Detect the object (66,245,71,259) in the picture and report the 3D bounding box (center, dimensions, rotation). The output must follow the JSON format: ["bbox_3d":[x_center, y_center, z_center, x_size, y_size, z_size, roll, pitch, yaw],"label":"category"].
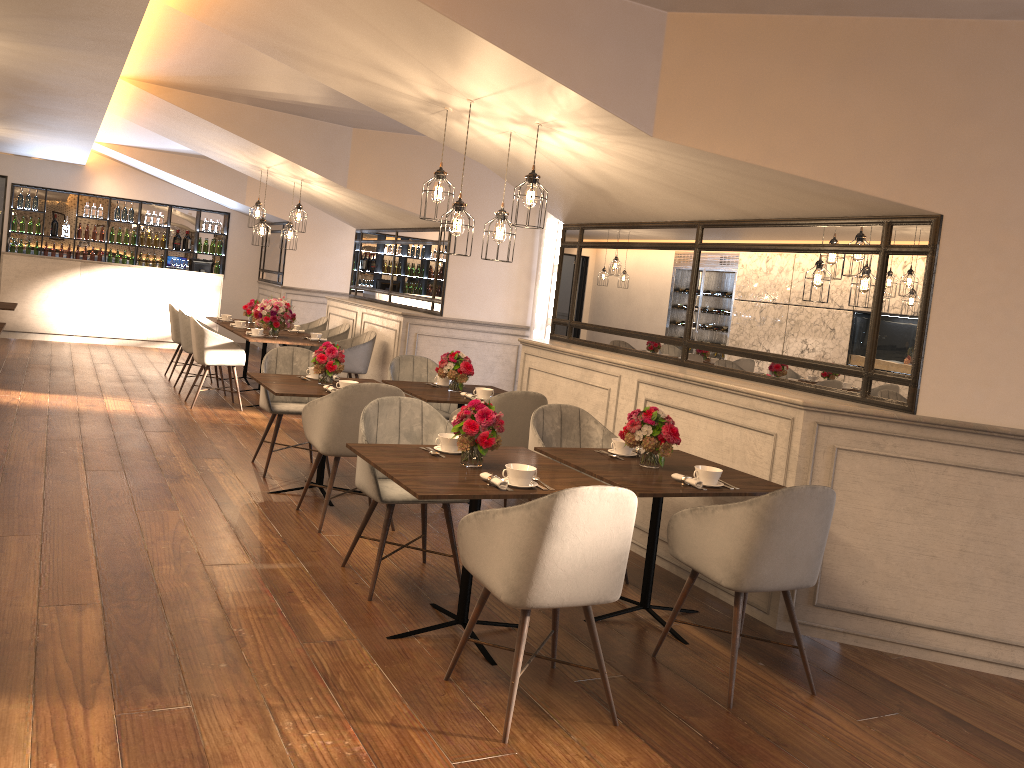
[{"bbox_3d":[-7.141,-2.122,14.273,0.066,0.261,0.065,9,4,41],"label":"object"}]

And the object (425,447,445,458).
[{"bbox_3d":[-0.338,0.305,3.946,0.022,0.004,0.212,3,7,-28],"label":"object"}]

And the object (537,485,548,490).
[{"bbox_3d":[0.084,0.396,3.543,0.022,0.004,0.212,3,7,-28],"label":"object"}]

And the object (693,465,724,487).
[{"bbox_3d":[0.866,0.410,3.919,0.149,0.072,0.148,10,6,30],"label":"object"}]

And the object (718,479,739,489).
[{"bbox_3d":[0.954,0.441,3.990,0.043,0.015,0.198,3,7,-31],"label":"object"}]

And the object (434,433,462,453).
[{"bbox_3d":[-0.277,0.271,4.004,0.149,0.072,0.148,10,6,30],"label":"object"}]

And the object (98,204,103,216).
[{"bbox_3d":[-6.687,-2.823,14.397,0.069,0.208,0.040,5,3,-28],"label":"object"}]

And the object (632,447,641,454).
[{"bbox_3d":[0.656,0.341,4.495,0.056,0.039,0.176,4,7,-28],"label":"object"}]

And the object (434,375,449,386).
[{"bbox_3d":[-0.499,-0.023,6.496,0.149,0.072,0.148,10,6,30],"label":"object"}]

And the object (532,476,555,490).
[{"bbox_3d":[0.119,0.394,3.553,0.043,0.015,0.198,3,7,-31],"label":"object"}]

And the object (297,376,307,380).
[{"bbox_3d":[-1.421,-0.045,5.995,0.043,0.015,0.198,4,7,-24],"label":"object"}]

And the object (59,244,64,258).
[{"bbox_3d":[-7.238,-2.128,14.222,0.066,0.261,0.065,9,4,41],"label":"object"}]

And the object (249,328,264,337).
[{"bbox_3d":[-2.557,-0.514,8.882,0.148,0.072,0.148,8,6,15],"label":"object"}]

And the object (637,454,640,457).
[{"bbox_3d":[0.629,0.348,4.471,0.025,0.024,0.194,4,6,-28],"label":"object"}]

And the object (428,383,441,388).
[{"bbox_3d":[-0.559,0.011,6.438,0.022,0.004,0.212,3,7,-28],"label":"object"}]

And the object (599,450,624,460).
[{"bbox_3d":[0.497,0.353,4.383,0.022,0.004,0.212,3,7,-28],"label":"object"}]

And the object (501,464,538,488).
[{"bbox_3d":[0.031,0.362,3.482,0.149,0.072,0.148,10,6,30],"label":"object"}]

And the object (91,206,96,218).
[{"bbox_3d":[-6.780,-2.792,14.352,0.070,0.189,0.041,5,3,-28],"label":"object"}]

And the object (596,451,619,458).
[{"bbox_3d":[0.470,0.345,4.377,0.043,0.015,0.198,4,7,-24],"label":"object"}]

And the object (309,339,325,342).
[{"bbox_3d":[-2.011,-0.454,9.122,0.192,0.024,0.025,3,5,-28],"label":"object"}]

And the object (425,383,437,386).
[{"bbox_3d":[-0.586,0.003,6.432,0.043,0.015,0.198,4,7,-24],"label":"object"}]

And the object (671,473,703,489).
[{"bbox_3d":[0.764,0.421,3.867,0.056,0.039,0.176,4,7,-28],"label":"object"}]

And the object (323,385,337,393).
[{"bbox_3d":[-1.127,0.032,5.485,0.056,0.039,0.176,4,7,-28],"label":"object"}]

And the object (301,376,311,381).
[{"bbox_3d":[-1.394,-0.037,6.002,0.022,0.004,0.212,3,7,-28],"label":"object"}]

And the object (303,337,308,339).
[{"bbox_3d":[-2.108,-0.478,9.288,0.197,0.015,0.043,3,7,-31],"label":"object"}]

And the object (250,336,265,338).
[{"bbox_3d":[-2.502,-0.468,8.827,0.210,0.004,0.022,3,7,-28],"label":"object"}]

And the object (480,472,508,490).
[{"bbox_3d":[-0.071,0.373,3.430,0.056,0.039,0.176,4,7,-28],"label":"object"}]

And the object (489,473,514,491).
[{"bbox_3d":[-0.046,0.380,3.455,0.025,0.024,0.194,4,6,-28],"label":"object"}]

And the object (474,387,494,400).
[{"bbox_3d":[-0.190,0.068,5.974,0.149,0.072,0.148,10,6,30],"label":"object"}]

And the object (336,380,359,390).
[{"bbox_3d":[-1.025,0.021,5.537,0.149,0.072,0.148,10,6,30],"label":"object"}]

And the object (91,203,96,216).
[{"bbox_3d":[-6.776,-2.828,14.350,0.069,0.208,0.040,5,3,-28],"label":"object"}]

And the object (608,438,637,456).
[{"bbox_3d":[0.558,0.319,4.441,0.149,0.072,0.148,10,6,30],"label":"object"}]

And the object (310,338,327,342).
[{"bbox_3d":[-1.986,-0.455,9.095,0.175,0.039,0.056,3,6,-28],"label":"object"}]

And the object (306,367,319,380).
[{"bbox_3d":[-1.333,-0.071,6.059,0.149,0.072,0.148,10,6,30],"label":"object"}]

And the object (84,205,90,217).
[{"bbox_3d":[-6.869,-2.797,14.306,0.070,0.189,0.041,5,3,-28],"label":"object"}]

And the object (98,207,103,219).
[{"bbox_3d":[-6.691,-2.787,14.398,0.070,0.189,0.041,5,3,-28],"label":"object"}]

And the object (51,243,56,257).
[{"bbox_3d":[-7.336,-2.133,14.171,0.066,0.261,0.065,9,4,41],"label":"object"}]

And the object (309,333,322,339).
[{"bbox_3d":[-2.036,-0.489,9.195,0.148,0.072,0.148,8,6,15],"label":"object"}]

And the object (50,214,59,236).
[{"bbox_3d":[-7.306,-2.541,14.147,0.104,0.358,0.103,9,4,34],"label":"object"}]

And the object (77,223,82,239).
[{"bbox_3d":[-6.989,-2.475,14.314,0.066,0.261,0.065,9,4,41],"label":"object"}]

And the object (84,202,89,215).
[{"bbox_3d":[-6.865,-2.833,14.304,0.069,0.208,0.040,5,3,-28],"label":"object"}]

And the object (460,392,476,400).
[{"bbox_3d":[-0.292,0.079,5.922,0.056,0.039,0.176,4,7,-28],"label":"object"}]

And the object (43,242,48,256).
[{"bbox_3d":[-7.434,-2.139,14.120,0.066,0.261,0.065,9,4,41],"label":"object"}]

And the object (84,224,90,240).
[{"bbox_3d":[-6.891,-2.469,14.365,0.066,0.261,0.065,9,4,41],"label":"object"}]

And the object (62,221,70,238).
[{"bbox_3d":[-7.161,-2.493,14.220,0.108,0.281,0.108,8,3,18],"label":"object"}]

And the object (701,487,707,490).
[{"bbox_3d":[0.789,0.428,3.892,0.025,0.024,0.194,4,6,-28],"label":"object"}]

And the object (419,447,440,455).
[{"bbox_3d":[-0.365,0.297,3.940,0.043,0.015,0.198,4,7,-24],"label":"object"}]

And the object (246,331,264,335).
[{"bbox_3d":[-2.611,-0.514,8.983,0.175,0.039,0.056,3,6,-28],"label":"object"}]

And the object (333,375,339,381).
[{"bbox_3d":[-1.235,-0.048,6.113,0.056,0.039,0.176,4,7,-28],"label":"object"}]

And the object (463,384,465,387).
[{"bbox_3d":[-0.400,-0.001,6.550,0.056,0.039,0.176,4,7,-28],"label":"object"}]

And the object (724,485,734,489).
[{"bbox_3d":[0.919,0.444,3.980,0.022,0.004,0.212,3,7,-28],"label":"object"}]
